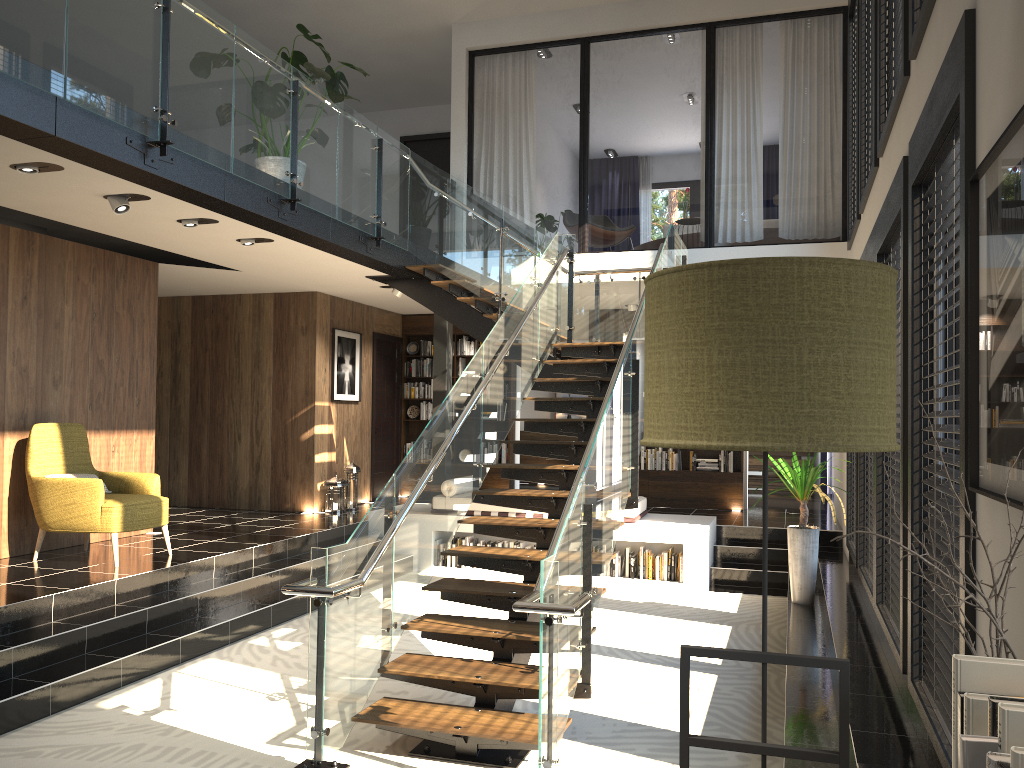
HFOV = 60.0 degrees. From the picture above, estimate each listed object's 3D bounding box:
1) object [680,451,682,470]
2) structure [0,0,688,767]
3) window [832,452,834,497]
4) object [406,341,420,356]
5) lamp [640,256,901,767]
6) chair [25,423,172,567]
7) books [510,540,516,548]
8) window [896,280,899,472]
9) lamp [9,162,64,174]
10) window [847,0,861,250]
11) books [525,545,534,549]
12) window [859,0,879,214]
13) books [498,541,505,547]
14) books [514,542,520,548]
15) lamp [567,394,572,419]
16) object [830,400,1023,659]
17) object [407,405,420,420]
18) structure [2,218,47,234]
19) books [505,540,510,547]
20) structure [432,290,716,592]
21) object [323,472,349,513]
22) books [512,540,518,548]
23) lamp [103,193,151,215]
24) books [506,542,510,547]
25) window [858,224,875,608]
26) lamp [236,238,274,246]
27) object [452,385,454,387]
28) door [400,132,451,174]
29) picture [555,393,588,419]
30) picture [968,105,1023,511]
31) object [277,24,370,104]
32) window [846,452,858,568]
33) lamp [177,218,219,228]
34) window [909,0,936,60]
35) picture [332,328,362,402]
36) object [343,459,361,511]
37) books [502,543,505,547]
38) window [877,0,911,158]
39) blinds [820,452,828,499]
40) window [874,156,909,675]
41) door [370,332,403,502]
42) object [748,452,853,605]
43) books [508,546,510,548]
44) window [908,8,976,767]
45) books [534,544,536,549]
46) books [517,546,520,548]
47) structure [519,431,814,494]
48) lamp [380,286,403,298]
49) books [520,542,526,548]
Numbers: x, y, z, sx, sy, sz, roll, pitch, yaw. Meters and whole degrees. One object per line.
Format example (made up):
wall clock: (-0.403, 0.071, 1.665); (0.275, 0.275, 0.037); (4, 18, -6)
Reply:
object: (2.286, 1.036, 12.001); (0.020, 0.262, 0.047); (0, -1, 18)
structure: (-0.721, -0.058, 6.463); (3.447, 4.866, 7.282); (0, -2, 17)
window: (4.822, 0.509, 13.093); (0.184, 2.475, 2.982); (0, -2, 18)
object: (-1.473, -0.524, 13.184); (0.212, 0.222, 0.082); (0, -2, 18)
lamp: (0.509, 0.538, 1.622); (0.437, 1.444, 0.637); (-1, -2, 43)
chair: (-3.397, 0.874, 7.281); (1.030, 1.097, 0.808); (0, -2, 16)
books: (0.013, 1.880, 9.746); (0.026, 0.305, 0.187); (0, -2, 18)
window: (2.774, 0.227, 6.280); (0.005, 2.296, 1.313); (0, -2, 18)
lamp: (-2.924, -1.390, 5.462); (0.346, 0.158, 0.195); (0, -2, 18)
window: (3.236, -2.561, 7.936); (0.358, 2.474, 1.394); (0, -2, 18)
books: (0.180, 1.903, 9.681); (0.050, 0.258, 0.215); (0, -2, 18)
window: (2.755, -2.624, 6.415); (0.358, 2.474, 1.394); (0, -2, 18)
books: (-0.111, 1.886, 9.783); (0.025, 0.293, 0.205); (0, -2, 18)
books: (0.055, 1.885, 9.732); (0.023, 0.293, 0.157); (0, -2, 18)
lamp: (1.032, 0.499, 15.974); (0.470, 0.725, 0.470); (0, -2, 10)
object: (0.796, 0.395, 1.566); (0.607, 0.744, 0.406); (1, -2, -22)
object: (-1.464, 0.423, 13.181); (0.212, 0.222, 0.082); (0, -2, 18)
structure: (-6.577, -0.169, 5.926); (1.964, 3.016, 6.665); (0, -2, 18)
books: (-0.055, 1.879, 9.783); (0.023, 0.308, 0.126); (0, -2, 18)
structure: (0.349, 0.496, 10.085); (3.781, 3.243, 1.149); (0, -2, 18)
object: (-2.173, 1.330, 10.931); (0.262, 0.483, 0.262); (0, -2, 18)
books: (0.033, 1.879, 9.735); (0.020, 0.305, 0.172); (0, -2, 18)
lamp: (-2.691, -1.315, 6.201); (0.346, 0.247, 0.195); (0, -2, 18)
books: (-0.035, 1.889, 9.768); (0.025, 0.287, 0.169); (0, -2, 18)
window: (2.708, 0.228, 6.310); (0.358, 2.474, 1.499); (0, -2, 18)
lamp: (-2.224, -1.289, 7.680); (0.346, 0.177, 0.195); (0, -2, 18)
object: (-0.928, 0.107, 13.020); (0.212, 0.222, 0.082); (0, -2, 18)
door: (-1.226, -2.516, 13.102); (0.931, 2.346, 0.104); (0, -1, 18)
picture: (2.488, 0.319, 15.785); (3.543, 0.748, 0.035); (0, -1, 18)
picture: (1.239, -0.161, 2.240); (0.028, 0.911, 0.749); (0, -2, 18)
object: (-1.965, -2.326, 7.784); (1.464, 1.554, 1.261); (1, -2, 6)
window: (3.201, 0.295, 7.869); (0.358, 2.474, 1.394); (0, -2, 18)
lamp: (-2.458, -1.320, 6.940); (0.346, 0.177, 0.195); (0, -2, 18)
window: (1.797, -2.748, 3.382); (0.358, 2.474, 1.394); (0, -2, 18)
picture: (-2.133, -0.233, 11.489); (0.028, 0.911, 0.749); (0, -2, 18)
object: (-2.007, 1.260, 11.122); (0.182, 0.642, 0.182); (0, -1, 18)
books: (-0.080, 1.897, 9.792); (0.029, 0.271, 0.129); (0, -2, 18)
window: (2.275, -2.686, 4.893); (0.358, 2.474, 1.394); (0, -2, 18)
blinds: (4.924, 0.456, 14.007); (0.161, 2.769, 1.080); (0, -1, 16)
window: (2.258, 0.169, 4.884); (0.358, 2.474, 1.499); (0, -2, 18)
door: (-1.818, 0.474, 12.653); (0.104, 2.346, 0.931); (0, -2, 18)
object: (2.473, 1.198, 7.592); (0.876, 1.337, 0.830); (1, -2, 7)
books: (-0.018, 1.908, 9.737); (0.027, 0.246, 0.193); (0, -2, 18)
window: (1.763, 0.105, 3.315); (0.358, 2.474, 1.394); (0, -2, 18)
books: (0.276, 1.891, 9.686); (0.030, 0.284, 0.176); (0, -2, 18)
books: (0.087, 1.907, 9.737); (0.034, 0.252, 0.151); (0, -2, 18)
structure: (2.023, 1.331, 15.704); (6.276, 0.981, 0.886); (0, -2, 18)
lamp: (-1.380, -1.137, 10.344); (0.346, 0.262, 0.195); (0, -2, 18)
books: (0.122, 1.886, 9.737); (0.036, 0.293, 0.128); (0, -2, 18)
